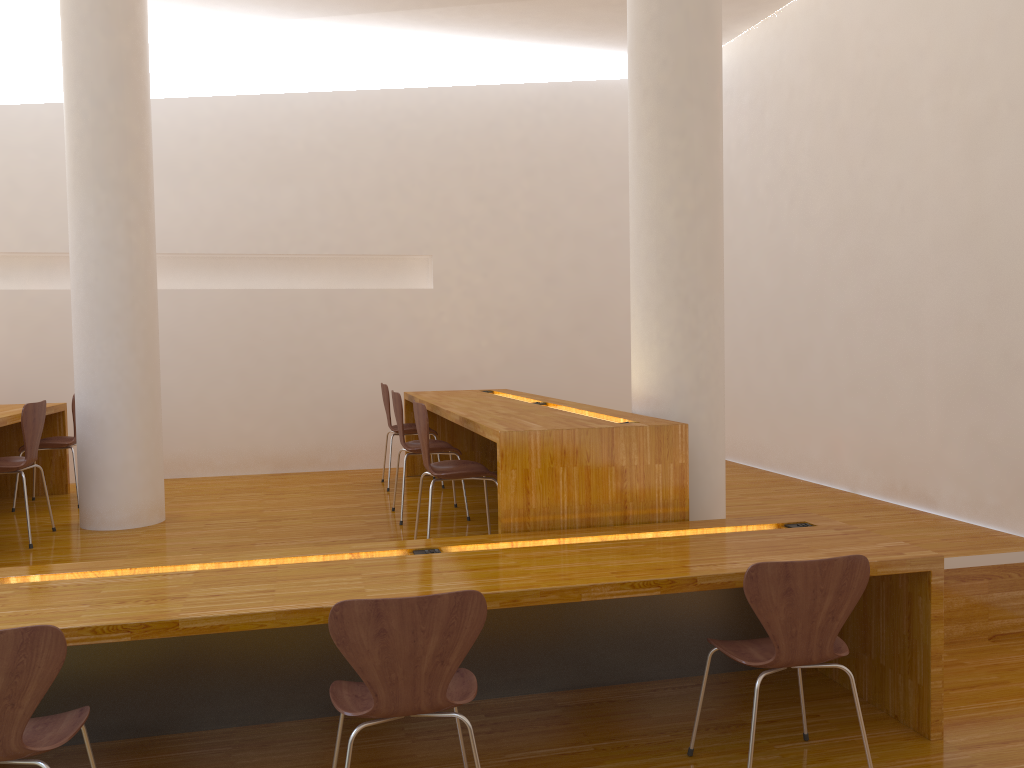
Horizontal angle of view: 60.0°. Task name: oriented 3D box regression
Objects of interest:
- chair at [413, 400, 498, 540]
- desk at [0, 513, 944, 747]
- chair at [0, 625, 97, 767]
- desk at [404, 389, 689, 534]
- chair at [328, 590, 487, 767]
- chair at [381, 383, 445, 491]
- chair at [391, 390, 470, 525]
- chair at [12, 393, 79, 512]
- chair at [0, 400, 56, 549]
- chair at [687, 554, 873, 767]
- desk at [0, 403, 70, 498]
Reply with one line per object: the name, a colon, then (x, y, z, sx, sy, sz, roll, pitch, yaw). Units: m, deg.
chair: (-0.236, 0.418, 3.927, 0.381, 0.693, 0.428, -2, 3, -13)
desk: (-0.241, 0.881, 2.868, 3.185, 0.606, 0.760, -2, 3, -13)
chair: (-1.230, 0.882, 2.132, 0.428, 0.693, 0.381, -2, 3, -13)
desk: (-0.039, 0.409, 4.947, 0.760, 0.606, 3.185, -2, 3, -13)
chair: (-0.285, 0.855, 2.355, 0.428, 0.693, 0.381, -2, 3, -13)
chair: (-0.680, 0.338, 5.968, 0.381, 0.693, 0.428, -2, 3, -13)
chair: (-0.460, 0.381, 4.872, 0.381, 0.693, 0.428, -2, 3, -13)
chair: (-2.822, 0.397, 5.463, 0.381, 0.693, 0.428, -2, 3, -13)
chair: (-2.527, 0.438, 4.384, 0.381, 0.693, 0.428, -2, 3, -13)
chair: (0.795, 0.824, 2.649, 0.428, 0.693, 0.381, -2, 3, -13)
desk: (-3.316, 0.418, 4.135, 1.527, 0.785, 3.243, -2, 3, -13)
